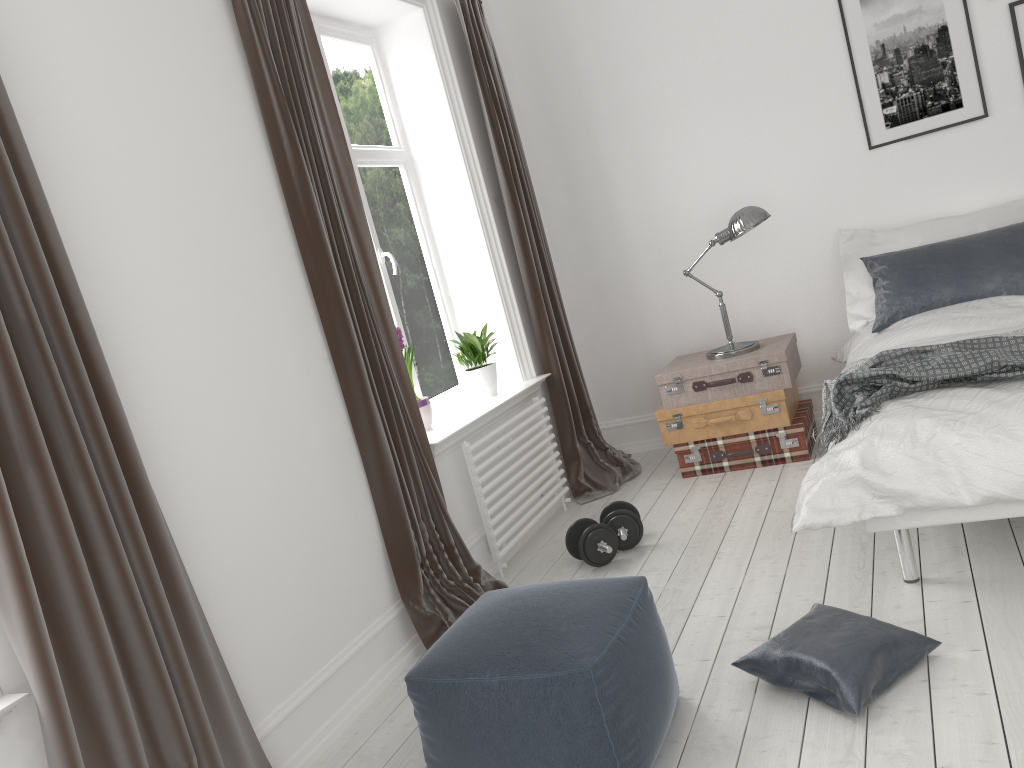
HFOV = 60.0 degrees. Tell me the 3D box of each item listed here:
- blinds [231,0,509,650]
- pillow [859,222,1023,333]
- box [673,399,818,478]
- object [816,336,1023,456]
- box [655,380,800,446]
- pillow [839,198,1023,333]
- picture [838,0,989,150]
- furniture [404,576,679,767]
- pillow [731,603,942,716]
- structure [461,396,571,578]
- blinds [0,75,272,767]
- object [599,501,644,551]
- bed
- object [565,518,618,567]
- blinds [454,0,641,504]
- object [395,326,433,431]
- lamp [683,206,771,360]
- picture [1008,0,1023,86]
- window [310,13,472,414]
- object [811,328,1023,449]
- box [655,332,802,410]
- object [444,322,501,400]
[{"bbox_3d":[-0.496,-0.370,3.176,0.294,2.681,0.582,-11,9,32],"label":"blinds"},{"bbox_3d":[2.047,-0.498,4.033,0.837,0.329,0.405,-12,8,25],"label":"pillow"},{"bbox_3d":[1.224,0.285,4.616,0.647,0.185,0.537,-12,8,25],"label":"box"},{"bbox_3d":[1.985,-0.035,2.638,2.154,0.377,0.536,-11,8,28],"label":"object"},{"bbox_3d":[1.130,0.120,4.610,0.647,0.185,0.537,-12,8,25],"label":"box"},{"bbox_3d":[2.521,-0.679,4.019,1.965,0.529,0.465,-12,8,24],"label":"pillow"},{"bbox_3d":[1.956,-1.628,4.349,0.545,0.810,0.015,-12,8,25],"label":"picture"},{"bbox_3d":[0.088,0.770,2.328,0.646,0.423,0.646,-12,8,26],"label":"furniture"},{"bbox_3d":[0.855,0.707,2.360,0.391,0.121,0.381,-20,9,-34],"label":"pillow"},{"bbox_3d":[0.029,0.475,4.152,0.114,0.670,0.887,-12,8,25],"label":"structure"},{"bbox_3d":[-0.998,-0.065,1.881,0.318,2.680,0.769,-12,8,20],"label":"blinds"},{"bbox_3d":[0.466,0.604,3.791,0.179,0.179,0.326,-14,7,5],"label":"object"},{"bbox_3d":[2.220,-0.187,3.219,2.217,0.926,2.473,-12,8,25],"label":"bed"},{"bbox_3d":[0.330,0.656,3.679,0.179,0.179,0.326,-18,8,-20],"label":"object"},{"bbox_3d":[0.198,-0.762,4.721,0.327,2.680,0.779,-12,8,20],"label":"blinds"},{"bbox_3d":[-0.454,-0.023,3.879,0.129,0.476,0.129,-17,7,-14],"label":"object"},{"bbox_3d":[1.119,-0.511,4.458,0.488,0.699,0.269,-12,8,25],"label":"lamp"},{"bbox_3d":[2.708,-1.614,4.032,0.720,0.486,0.015,-12,8,25],"label":"picture"},{"bbox_3d":[-0.651,-0.750,4.137,0.120,1.956,1.112,-12,8,25],"label":"window"},{"bbox_3d":[2.136,-0.014,2.994,2.236,0.500,0.521,-11,8,28],"label":"object"},{"bbox_3d":[1.123,-0.065,4.567,0.647,0.185,0.537,-12,8,25],"label":"box"},{"bbox_3d":[-0.172,-0.116,4.418,0.284,0.369,0.215,-15,7,4],"label":"object"}]
